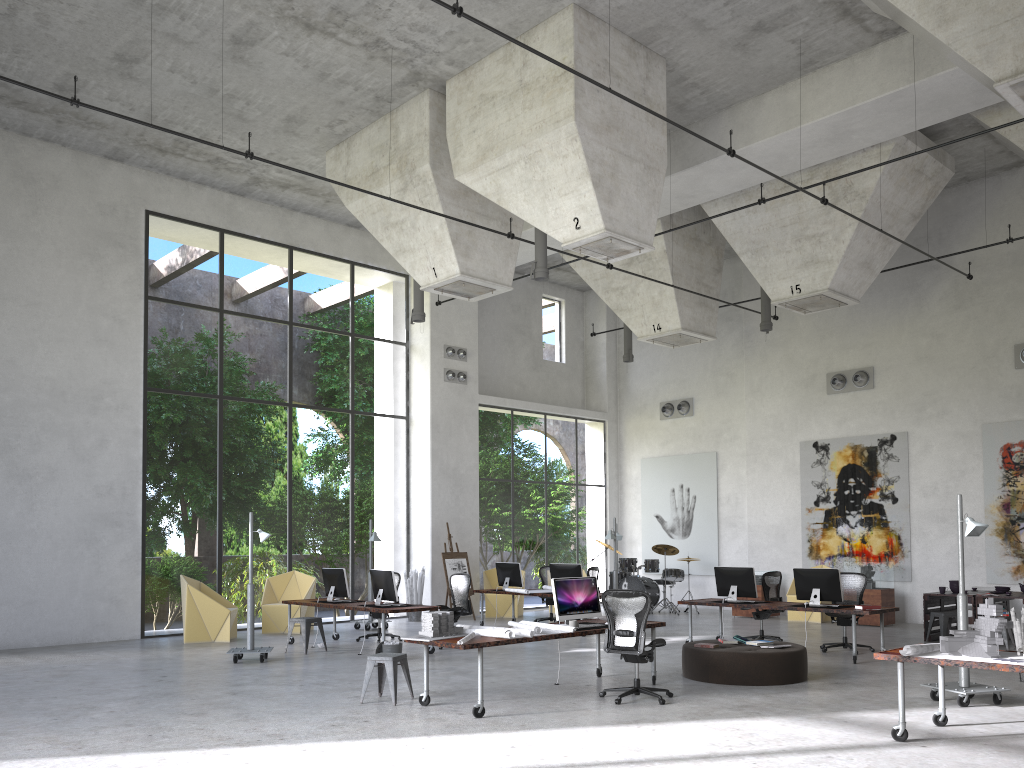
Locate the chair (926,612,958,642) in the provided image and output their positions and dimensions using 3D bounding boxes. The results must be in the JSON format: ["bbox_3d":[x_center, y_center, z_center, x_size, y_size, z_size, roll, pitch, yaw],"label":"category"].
[{"bbox_3d":[7.006,3.938,14.186,0.420,0.485,0.442,0,-6,-8],"label":"chair"}]

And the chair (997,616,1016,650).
[{"bbox_3d":[7.434,3.805,13.467,0.422,0.485,0.440,-6,-8,42],"label":"chair"}]

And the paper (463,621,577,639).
[{"bbox_3d":[0.046,2.614,9.374,1.082,0.104,0.984,9,-14,-43],"label":"paper"}]

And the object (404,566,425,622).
[{"bbox_3d":[-2.083,4.527,18.922,0.441,1.200,0.415,-2,-4,25],"label":"object"}]

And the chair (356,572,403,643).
[{"bbox_3d":[-2.261,3.847,15.203,0.771,1.175,0.800,-1,-5,11],"label":"chair"}]

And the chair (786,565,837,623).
[{"bbox_3d":[6.275,4.352,18.277,0.939,1.160,0.986,5,-8,-44],"label":"chair"}]

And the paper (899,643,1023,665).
[{"bbox_3d":[3.893,2.198,7.212,1.083,0.104,0.983,-9,-13,41],"label":"paper"}]

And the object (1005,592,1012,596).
[{"bbox_3d":[7.794,3.293,13.796,0.138,0.056,0.118,-4,-10,22],"label":"object"}]

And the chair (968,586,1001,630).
[{"bbox_3d":[8.436,4.038,15.677,0.696,0.812,0.779,-4,-7,32],"label":"chair"}]

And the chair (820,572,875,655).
[{"bbox_3d":[5.060,3.444,13.269,0.771,1.175,0.800,-2,-5,16],"label":"chair"}]

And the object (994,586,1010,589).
[{"bbox_3d":[8.098,3.373,14.507,0.230,0.057,0.230,9,-13,-43],"label":"object"}]

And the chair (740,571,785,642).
[{"bbox_3d":[4.069,3.650,14.369,0.795,1.176,0.776,-3,-6,31],"label":"chair"}]

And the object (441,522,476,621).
[{"bbox_3d":[-1.250,4.060,19.031,0.696,2.128,0.688,2,-4,-42],"label":"object"}]

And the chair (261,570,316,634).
[{"bbox_3d":[-4.303,4.177,16.863,0.979,1.160,0.945,-1,-5,2],"label":"chair"}]

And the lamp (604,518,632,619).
[{"bbox_3d":[2.025,3.695,17.226,0.598,2.136,0.582,2,-4,-43],"label":"lamp"}]

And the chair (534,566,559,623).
[{"bbox_3d":[0.844,4.349,18.123,0.770,1.175,0.801,0,-5,-4],"label":"chair"}]

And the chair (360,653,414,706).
[{"bbox_3d":[-1.329,3.133,9.363,0.420,0.485,0.441,-2,-6,20],"label":"chair"}]

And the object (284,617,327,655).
[{"bbox_3d":[-3.200,3.902,13.647,0.458,0.528,0.479,-4,-7,32],"label":"object"}]

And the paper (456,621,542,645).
[{"bbox_3d":[-0.147,2.594,9.234,0.891,0.102,1.958,0,-10,-4],"label":"paper"}]

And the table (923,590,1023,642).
[{"bbox_3d":[7.873,3.826,14.410,1.514,0.788,1.613,7,-12,-43],"label":"table"}]

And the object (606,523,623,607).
[{"bbox_3d":[2.713,4.680,22.708,0.579,2.136,0.600,0,-3,-8],"label":"object"}]

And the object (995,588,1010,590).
[{"bbox_3d":[8.103,3.397,14.500,0.230,0.062,0.231,-9,-13,42],"label":"object"}]

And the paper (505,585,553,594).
[{"bbox_3d":[0.475,3.990,17.058,1.079,0.104,0.986,6,-12,-33],"label":"paper"}]

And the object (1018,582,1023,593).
[{"bbox_3d":[8.474,3.320,14.442,0.219,0.230,0.213,-6,-8,45],"label":"object"}]

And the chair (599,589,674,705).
[{"bbox_3d":[1.299,2.779,9.413,0.771,1.175,0.799,-2,-5,21],"label":"chair"}]

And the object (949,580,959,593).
[{"bbox_3d":[7.363,3.358,14.560,0.215,0.212,0.194,5,-8,-42],"label":"object"}]

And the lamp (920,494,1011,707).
[{"bbox_3d":[4.651,2.213,9.074,0.579,2.136,0.600,1,-3,-18],"label":"lamp"}]

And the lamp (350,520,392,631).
[{"bbox_3d":[-2.765,3.729,17.206,0.581,2.136,0.599,2,-4,-43],"label":"lamp"}]

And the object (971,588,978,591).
[{"bbox_3d":[7.933,3.517,15.050,0.138,0.056,0.118,4,-10,-27],"label":"object"}]

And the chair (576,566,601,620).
[{"bbox_3d":[1.456,4.287,17.809,0.793,1.176,0.778,-1,-5,11],"label":"chair"}]

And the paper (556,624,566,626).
[{"bbox_3d":[0.548,2.765,10.022,0.486,0.001,0.433,6,-12,-32],"label":"paper"}]

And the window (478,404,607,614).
[{"bbox_3d":[0.854,3.152,21.933,4.585,4.854,0.020,5,-6,-43],"label":"window"}]

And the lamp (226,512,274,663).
[{"bbox_3d":[-3.771,2.924,12.685,0.596,2.136,0.583,0,-3,-10],"label":"lamp"}]

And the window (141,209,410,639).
[{"bbox_3d":[-4.525,1.053,17.952,5.989,7.789,0.067,5,-5,-43],"label":"window"}]

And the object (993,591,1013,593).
[{"bbox_3d":[8.104,3.433,14.501,0.296,0.024,0.299,-5,-11,24],"label":"object"}]

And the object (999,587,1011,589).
[{"bbox_3d":[8.105,3.384,14.504,0.230,0.062,0.230,-9,-13,42],"label":"object"}]

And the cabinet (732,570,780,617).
[{"bbox_3d":[5.344,4.603,19.263,0.747,1.005,0.740,4,-7,-43],"label":"cabinet"}]

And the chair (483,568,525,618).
[{"bbox_3d":[-0.196,4.694,19.907,0.979,1.160,0.945,-1,-6,6],"label":"chair"}]

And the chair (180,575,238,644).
[{"bbox_3d":[-5.328,3.917,15.374,0.934,1.160,0.991,0,-6,-7],"label":"chair"}]

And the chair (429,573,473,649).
[{"bbox_3d":[-0.983,3.663,14.233,0.773,1.175,0.797,-4,-6,36],"label":"chair"}]

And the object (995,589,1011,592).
[{"bbox_3d":[8.102,3.412,14.501,0.229,0.047,0.232,-2,-10,6],"label":"object"}]

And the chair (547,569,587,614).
[{"bbox_3d":[1.374,4.812,20.628,0.981,1.160,0.943,2,-6,-23],"label":"chair"}]

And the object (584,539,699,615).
[{"bbox_3d":[3.184,4.614,21.237,2.982,1.729,1.897,-5,-8,31],"label":"object"}]

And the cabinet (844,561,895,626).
[{"bbox_3d":[7.022,4.114,17.269,0.596,1.246,0.747,3,-6,-43],"label":"cabinet"}]
